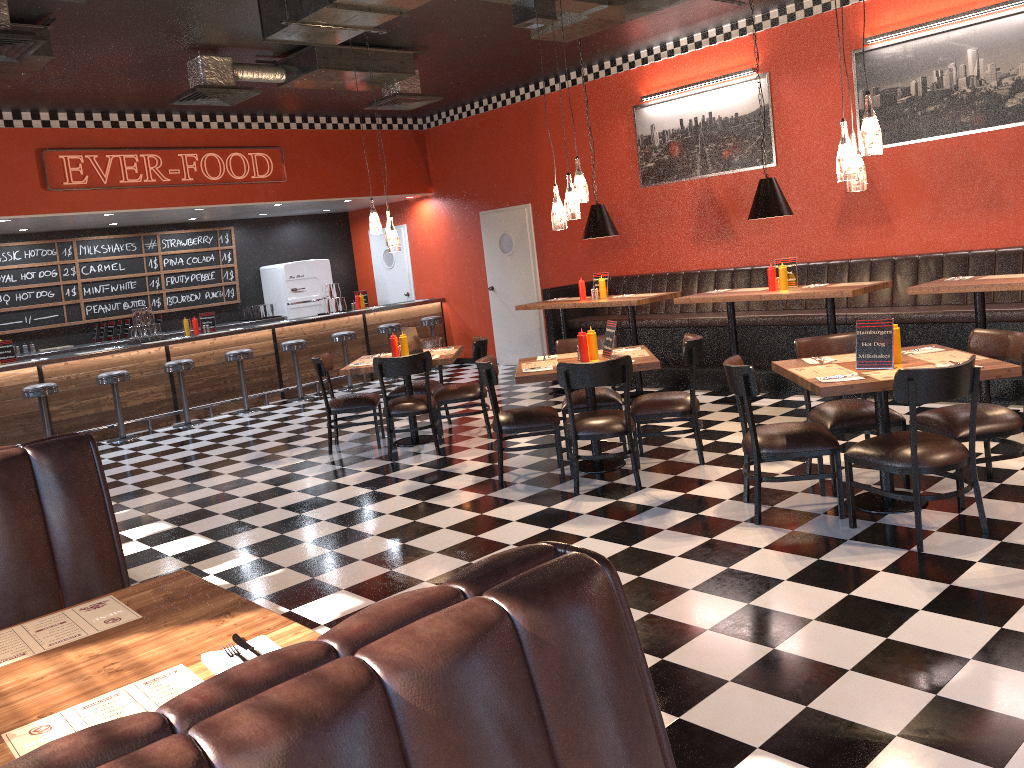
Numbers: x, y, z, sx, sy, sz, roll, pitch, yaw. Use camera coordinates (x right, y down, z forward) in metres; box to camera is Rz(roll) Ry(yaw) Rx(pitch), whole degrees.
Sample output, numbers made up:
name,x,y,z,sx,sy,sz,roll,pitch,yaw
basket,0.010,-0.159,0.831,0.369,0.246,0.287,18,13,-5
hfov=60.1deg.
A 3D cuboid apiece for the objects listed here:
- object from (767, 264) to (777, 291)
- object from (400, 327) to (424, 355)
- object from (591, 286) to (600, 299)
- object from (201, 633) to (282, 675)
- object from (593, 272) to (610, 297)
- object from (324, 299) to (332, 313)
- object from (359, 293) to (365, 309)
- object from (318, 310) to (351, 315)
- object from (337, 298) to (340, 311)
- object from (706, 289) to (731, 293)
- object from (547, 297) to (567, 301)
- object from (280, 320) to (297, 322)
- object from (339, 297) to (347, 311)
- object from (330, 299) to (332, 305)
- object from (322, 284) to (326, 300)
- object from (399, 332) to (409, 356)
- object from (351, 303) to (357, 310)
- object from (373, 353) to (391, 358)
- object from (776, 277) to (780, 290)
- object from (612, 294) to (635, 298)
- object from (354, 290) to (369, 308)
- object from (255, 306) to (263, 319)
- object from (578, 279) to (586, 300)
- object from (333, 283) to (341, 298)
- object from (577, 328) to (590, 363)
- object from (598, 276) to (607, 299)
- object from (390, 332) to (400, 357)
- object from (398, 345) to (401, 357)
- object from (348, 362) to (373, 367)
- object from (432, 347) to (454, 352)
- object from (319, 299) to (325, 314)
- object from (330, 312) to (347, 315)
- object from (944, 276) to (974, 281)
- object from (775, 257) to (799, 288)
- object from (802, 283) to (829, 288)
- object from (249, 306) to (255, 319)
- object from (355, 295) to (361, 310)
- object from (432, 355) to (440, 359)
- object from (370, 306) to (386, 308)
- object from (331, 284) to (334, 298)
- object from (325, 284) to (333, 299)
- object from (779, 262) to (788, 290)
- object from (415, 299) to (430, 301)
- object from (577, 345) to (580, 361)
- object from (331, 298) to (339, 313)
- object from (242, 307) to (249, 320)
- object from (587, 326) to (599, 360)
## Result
name,x,y,z,sx,sy,sz,roll,pitch,yaw
object,2.236,-0.920,7.621,0.068,0.237,0.068,-9,7,-22
object,-0.892,-0.384,7.925,0.188,0.256,0.073,-1,8,38
object,0.864,-0.956,9.246,0.093,0.135,0.047,-1,9,39
object,-0.603,0.610,1.998,0.158,0.019,0.255,-13,11,-36
object,0.935,-1.044,9.358,0.188,0.256,0.073,-1,9,39
object,-2.605,-1.094,12.533,0.105,0.208,0.106,-6,7,3
object,-2.181,-1.205,12.850,0.068,0.237,0.068,-5,7,17
object,-2.536,-1.024,12.663,0.439,0.018,0.273,-14,12,-42
object,-2.512,-1.139,12.753,0.105,0.208,0.106,-6,7,3
object,1.920,-0.873,8.279,0.157,0.019,0.256,2,12,44
object,0.493,-0.941,9.809,0.157,0.019,0.256,2,12,44
object,-2.993,-0.844,11.834,0.158,0.019,0.255,-14,11,-41
object,-2.424,-1.137,12.674,0.105,0.208,0.106,-6,7,3
object,-2.598,-1.117,12.674,0.105,0.208,0.106,-6,7,3
object,-2.656,-1.311,12.609,0.105,0.208,0.106,-6,7,3
object,-0.945,-0.342,7.753,0.068,0.237,0.068,-10,7,-27
object,-2.288,-1.137,12.831,0.046,0.135,0.094,-1,9,43
object,-1.200,-0.272,8.219,0.157,0.019,0.256,-6,9,6
object,2.295,-0.888,7.707,0.093,0.135,0.047,-1,8,38
object,1.136,-0.906,9.096,0.157,0.019,0.256,2,12,44
object,-2.202,-1.234,12.990,0.188,0.256,0.072,-8,6,-7
object,-3.770,-1.061,13.215,0.105,0.208,0.106,-6,7,3
object,0.732,-0.994,9.246,0.068,0.237,0.068,-4,7,23
object,-2.498,-1.330,12.615,0.105,0.208,0.106,-6,7,3
object,0.498,-0.272,6.200,0.068,0.237,0.068,-11,8,-36
object,0.934,-1.003,9.151,0.068,0.237,0.068,-4,7,23
object,-1.033,-0.336,7.783,0.068,0.237,0.068,-7,6,1
object,-0.975,-0.303,7.870,0.093,0.135,0.047,-1,8,38
object,-1.279,-0.176,7.655,0.255,0.019,0.158,-6,9,7
object,-0.655,-0.318,8.106,0.255,0.019,0.158,-7,9,-3
object,-2.690,-1.095,12.606,0.105,0.208,0.106,-6,7,3
object,-2.436,-0.988,12.351,0.255,0.019,0.158,2,12,43
object,3.378,-0.803,6.709,0.157,0.019,0.256,2,12,44
object,2.407,-0.974,7.778,0.188,0.256,0.073,-3,7,27
object,2.591,-0.844,7.582,0.157,0.019,0.256,2,12,44
object,-3.944,-1.082,13.482,0.105,0.208,0.106,-6,7,3
object,-2.218,-1.188,12.765,0.068,0.237,0.068,-8,6,-11
object,-0.699,-0.230,7.565,0.157,0.019,0.256,-6,9,4
object,-1.957,-1.117,12.827,0.255,0.019,0.158,1,12,43
object,-2.578,-1.333,12.693,0.105,0.208,0.106,-6,7,3
object,-2.592,-1.309,12.545,0.105,0.208,0.106,-6,7,3
object,2.325,-0.926,7.591,0.068,0.237,0.068,-11,8,-33
object,-1.366,-1.268,13.368,0.158,0.019,0.255,-12,10,-31
object,0.486,-0.237,6.321,0.046,0.135,0.094,-6,7,8
object,-2.519,-1.114,12.598,0.105,0.208,0.106,-6,7,3
object,-4.062,-1.073,13.518,0.105,0.208,0.106,-6,7,3
object,0.567,-0.290,6.261,0.068,0.237,0.068,-11,8,-36
